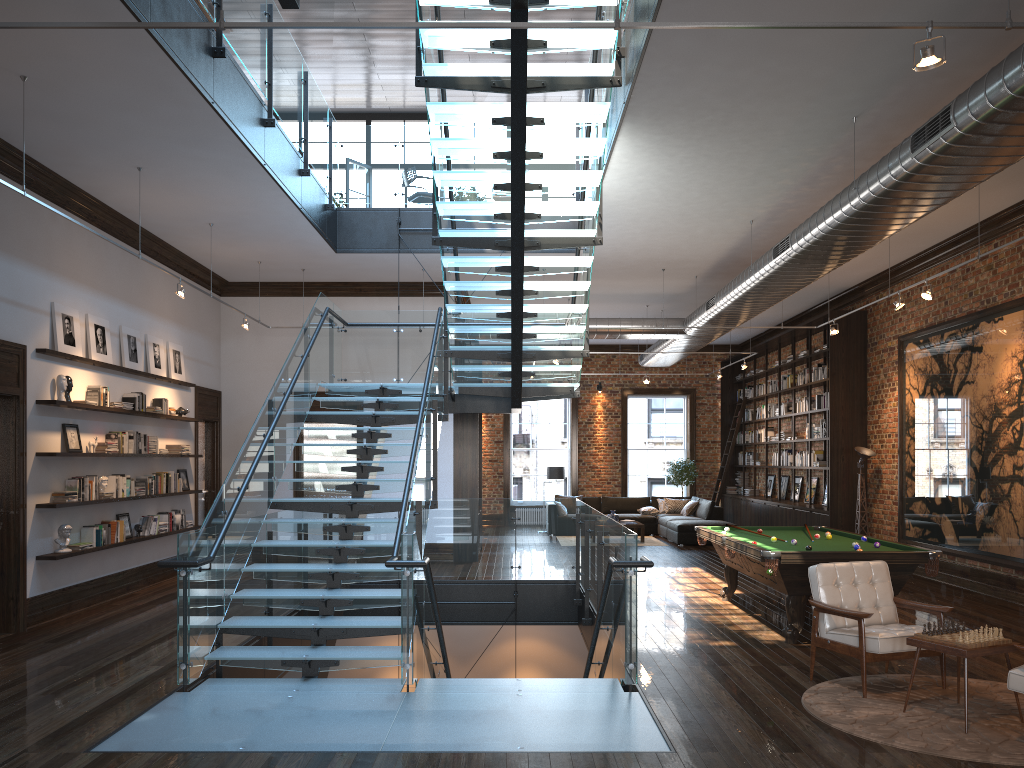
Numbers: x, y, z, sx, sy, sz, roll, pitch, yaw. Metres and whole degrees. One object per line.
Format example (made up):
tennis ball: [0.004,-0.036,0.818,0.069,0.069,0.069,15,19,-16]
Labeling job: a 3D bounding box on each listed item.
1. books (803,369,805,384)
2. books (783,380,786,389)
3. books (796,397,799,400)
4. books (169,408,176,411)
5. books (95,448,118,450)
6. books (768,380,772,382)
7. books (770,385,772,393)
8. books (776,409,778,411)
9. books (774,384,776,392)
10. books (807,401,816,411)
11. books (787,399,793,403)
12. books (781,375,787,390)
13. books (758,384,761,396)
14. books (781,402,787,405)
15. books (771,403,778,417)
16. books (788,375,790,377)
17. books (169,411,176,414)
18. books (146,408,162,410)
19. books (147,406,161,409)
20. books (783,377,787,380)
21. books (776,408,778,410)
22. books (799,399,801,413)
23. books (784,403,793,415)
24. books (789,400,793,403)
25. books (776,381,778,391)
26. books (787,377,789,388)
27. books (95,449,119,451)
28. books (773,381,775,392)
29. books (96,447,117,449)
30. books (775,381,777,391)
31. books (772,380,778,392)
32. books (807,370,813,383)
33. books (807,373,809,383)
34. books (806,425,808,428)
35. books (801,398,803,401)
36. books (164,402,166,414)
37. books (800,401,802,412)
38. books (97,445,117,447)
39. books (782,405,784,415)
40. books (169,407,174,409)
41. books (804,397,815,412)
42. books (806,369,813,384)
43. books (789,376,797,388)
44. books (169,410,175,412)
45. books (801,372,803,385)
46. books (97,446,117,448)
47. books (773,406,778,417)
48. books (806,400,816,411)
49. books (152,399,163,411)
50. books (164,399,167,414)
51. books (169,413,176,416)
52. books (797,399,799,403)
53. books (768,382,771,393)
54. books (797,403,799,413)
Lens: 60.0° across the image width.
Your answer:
books: [5.532,-0.123,16.558,0.183,0.299,0.018,0,0,0]
books: [5.530,0.028,17.758,0.193,0.202,0.027,0,0,0]
books: [5.560,0.422,17.161,0.143,0.323,0.116,0,-1,0]
books: [-4.537,0.336,11.657,0.143,0.028,0.219,0,-5,5]
books: [-4.538,0.726,9.910,0.142,0.011,0.257,0,-5,3]
books: [5.558,0.075,18.968,0.166,0.315,0.016,0,0,0]
books: [5.545,0.119,18.715,0.176,0.185,0.035,0,0,0]
books: [5.561,0.536,18.299,0.159,0.024,0.333,0,-5,2]
books: [5.550,0.092,18.464,0.166,0.194,0.030,0,0,0]
books: [5.551,0.415,16.408,0.182,0.218,0.051,0,0,0]
books: [5.555,0.460,17.658,0.155,0.334,0.014,0,0,0]
books: [5.543,-0.019,17.935,0.186,0.328,0.069,0,0,0]
books: [5.542,0.142,19.645,0.163,0.297,0.029,0,0,0]
books: [5.537,0.518,18.049,0.190,0.284,0.013,0,0,0]
books: [5.549,0.561,18.658,0.175,0.302,0.067,0,0,0]
books: [5.550,-0.038,17.540,0.181,0.298,0.009,0,0,0]
books: [-4.532,0.375,11.663,0.154,0.028,0.191,0,-5,-5]
books: [-4.542,0.316,11.233,0.118,0.013,0.206,0,-5,5]
books: [-4.544,0.301,11.248,0.116,0.021,0.192,0,-5,-5]
books: [5.537,-0.003,17.790,0.180,0.270,0.011,0,0,0]
books: [5.566,0.512,18.299,0.159,0.024,0.332,0,-5,0]
books: [5.549,0.427,16.891,0.166,0.268,0.011,0,0,0]
books: [5.531,0.505,17.597,0.272,0.241,0.083,0,-1,0]
books: [5.573,0.476,17.645,0.133,0.299,0.012,0,0,0]
books: [5.552,0.056,18.344,0.143,0.250,0.078,0,0,0]
books: [5.531,-0.011,17.514,0.191,0.239,0.008,0,0,0]
books: [-4.533,0.737,9.910,0.141,0.011,0.289,0,-5,4]
books: [5.544,0.068,18.520,0.185,0.253,0.030,0,0,0]
books: [-4.538,0.715,9.910,0.142,0.011,0.257,0,-5,-3]
books: [5.550,0.059,18.379,0.168,0.248,0.072,0,0,0]
books: [5.545,0.055,18.573,0.176,0.288,0.030,0,0,0]
books: [5.541,-0.125,16.410,0.180,0.278,0.009,0,0,0]
books: [5.545,-0.093,16.356,0.188,0.208,0.052,0,0,0]
books: [5.559,0.898,16.490,0.174,0.264,0.026,0,0,0]
books: [5.565,0.411,16.862,0.138,0.296,0.024,0,0,0]
books: [-4.527,0.310,11.379,0.162,0.164,0.013,0,0,0]
books: [5.547,0.435,16.820,0.160,0.241,0.031,0,0,0]
books: [-4.538,0.694,9.910,0.142,0.011,0.257,0,-5,-3]
books: [5.544,0.532,17.855,0.190,0.223,0.027,0,0,0]
books: [-4.534,0.313,11.638,0.135,0.014,0.216,0,-5,0]
books: [5.539,0.387,16.515,0.183,0.285,0.034,0,0,0]
books: [5.547,-0.133,16.422,0.188,0.297,0.015,0,0,0]
books: [5.541,-0.029,17.391,0.191,0.254,0.062,0,0,0]
books: [-4.537,0.356,11.669,0.159,0.011,0.184,0,-5,0]
books: [5.534,-0.089,16.709,0.185,0.258,0.032,0,0,0]
books: [-4.536,0.705,9.910,0.142,0.011,0.257,0,-5,-4]
books: [5.538,0.573,18.487,0.191,0.249,0.024,0,0,0]
books: [5.542,0.409,16.437,0.171,0.237,0.058,0,0,0]
books: [-4.535,0.290,11.354,0.135,0.200,0.011,0,0,0]
books: [-4.530,0.292,11.425,0.161,0.208,0.012,0,0,0]
books: [-4.535,0.403,11.668,0.143,0.028,0.235,0,-5,0]
books: [5.549,0.430,17.020,0.159,0.285,0.014,0,0,0]
books: [5.541,0.088,18.837,0.192,0.266,0.016,0,0,0]
books: [5.539,0.462,16.942,0.181,0.208,0.030,0,0,0]
